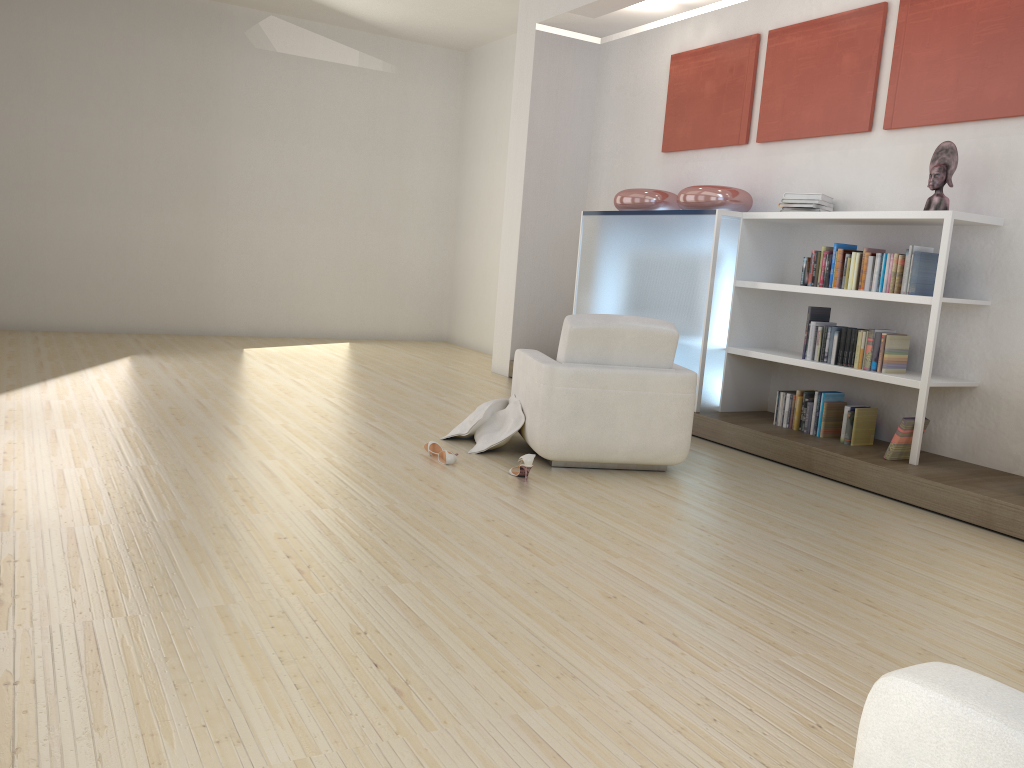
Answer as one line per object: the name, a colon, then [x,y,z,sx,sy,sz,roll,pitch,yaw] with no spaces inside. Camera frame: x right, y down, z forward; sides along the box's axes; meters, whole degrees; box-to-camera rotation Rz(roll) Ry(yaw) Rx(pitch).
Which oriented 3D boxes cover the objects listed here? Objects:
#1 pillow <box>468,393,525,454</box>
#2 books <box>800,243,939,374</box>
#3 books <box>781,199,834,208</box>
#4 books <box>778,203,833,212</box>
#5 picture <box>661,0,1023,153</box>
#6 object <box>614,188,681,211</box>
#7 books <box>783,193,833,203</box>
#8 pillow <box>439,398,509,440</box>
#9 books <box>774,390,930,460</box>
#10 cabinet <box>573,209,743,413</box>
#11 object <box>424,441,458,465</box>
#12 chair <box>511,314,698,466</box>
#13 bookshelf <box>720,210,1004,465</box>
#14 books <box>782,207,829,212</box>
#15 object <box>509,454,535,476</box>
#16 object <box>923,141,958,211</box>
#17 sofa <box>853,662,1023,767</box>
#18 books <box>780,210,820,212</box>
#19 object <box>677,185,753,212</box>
pillow: [-0.097,0.221,5.357,0.312,0.315,0.615,4,8,-3]
books: [2.132,-0.474,5.404,0.215,0.743,0.831,0,9,-29]
books: [1.964,-1.197,5.884,0.247,0.027,0.328,10,10,35]
books: [1.948,-1.169,5.875,0.287,0.025,0.247,-3,11,-45]
picture: [2.089,-2.097,6.076,0.030,0.794,3.227,0,9,-29]
object: [1.100,-1.478,7.201,0.534,0.206,0.546,-3,11,-42]
books: [1.967,-1.230,5.880,0.247,0.038,0.319,9,9,31]
pillow: [-0.166,0.209,5.642,0.299,0.287,0.712,8,9,23]
books: [2.075,0.221,5.469,0.274,0.281,1.125,1,9,-22]
cabinet: [1.231,-0.623,6.961,0.689,1.396,1.670,0,9,-29]
object: [-0.372,0.376,4.887,0.121,0.091,0.287,0,9,-31]
chair: [0.527,-0.017,5.245,0.919,0.828,0.941,3,8,-10]
bookshelf: [2.109,-0.364,5.624,0.465,1.396,1.599,0,9,-29]
books: [1.964,-1.150,5.896,0.247,0.018,0.287,10,10,33]
object: [0.053,0.413,4.606,0.089,0.149,0.265,2,8,-17]
object: [2.429,-1.169,5.022,0.138,0.409,0.133,7,8,17]
sofa: [1.691,0.622,1.512,2.166,0.862,0.941,0,9,-29]
books: [1.959,-1.131,5.894,0.247,0.018,0.328,10,10,35]
object: [1.486,-1.349,6.508,0.546,0.206,0.534,6,8,7]
